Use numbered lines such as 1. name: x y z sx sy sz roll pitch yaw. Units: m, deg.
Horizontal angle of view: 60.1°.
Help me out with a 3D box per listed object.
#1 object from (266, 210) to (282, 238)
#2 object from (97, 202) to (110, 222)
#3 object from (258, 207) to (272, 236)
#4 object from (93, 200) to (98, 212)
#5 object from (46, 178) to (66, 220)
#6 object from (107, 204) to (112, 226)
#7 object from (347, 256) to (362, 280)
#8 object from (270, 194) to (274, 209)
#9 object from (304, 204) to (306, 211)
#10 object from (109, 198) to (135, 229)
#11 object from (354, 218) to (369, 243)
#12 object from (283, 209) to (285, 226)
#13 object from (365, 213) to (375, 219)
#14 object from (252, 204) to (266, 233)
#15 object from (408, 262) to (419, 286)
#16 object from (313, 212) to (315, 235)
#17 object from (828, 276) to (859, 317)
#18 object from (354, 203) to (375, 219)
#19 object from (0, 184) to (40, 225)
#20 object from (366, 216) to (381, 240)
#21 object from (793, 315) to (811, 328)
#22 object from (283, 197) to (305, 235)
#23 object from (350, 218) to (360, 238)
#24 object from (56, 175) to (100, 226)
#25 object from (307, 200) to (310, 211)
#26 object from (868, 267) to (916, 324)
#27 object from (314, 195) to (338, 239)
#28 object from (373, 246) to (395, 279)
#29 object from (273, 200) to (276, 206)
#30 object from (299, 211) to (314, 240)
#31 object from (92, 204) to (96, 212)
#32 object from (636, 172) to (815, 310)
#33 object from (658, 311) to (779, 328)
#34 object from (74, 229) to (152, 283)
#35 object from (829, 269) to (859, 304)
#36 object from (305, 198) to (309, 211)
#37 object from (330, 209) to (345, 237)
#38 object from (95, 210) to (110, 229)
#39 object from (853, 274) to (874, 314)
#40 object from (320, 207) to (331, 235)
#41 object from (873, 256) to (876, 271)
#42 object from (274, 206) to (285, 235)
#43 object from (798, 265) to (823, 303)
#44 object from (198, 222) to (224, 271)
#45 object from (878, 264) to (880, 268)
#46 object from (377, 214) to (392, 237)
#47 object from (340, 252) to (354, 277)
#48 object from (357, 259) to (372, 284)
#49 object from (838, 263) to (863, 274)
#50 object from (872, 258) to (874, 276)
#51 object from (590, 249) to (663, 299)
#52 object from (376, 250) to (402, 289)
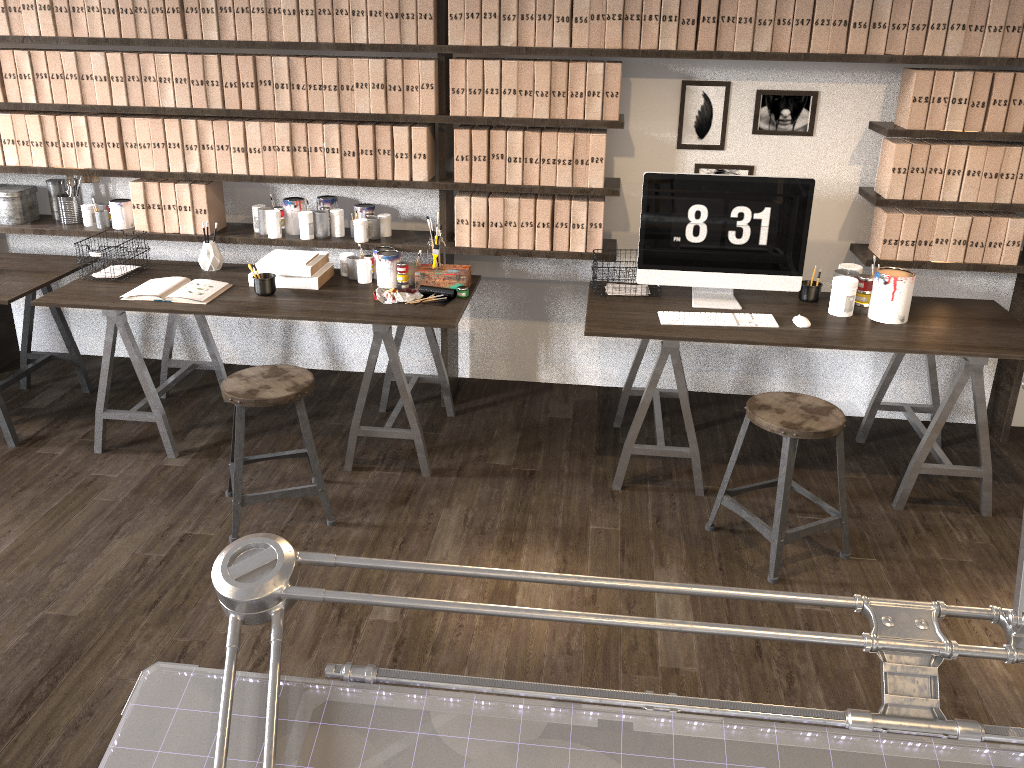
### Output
1. object: -1.044 -0.701 3.890 0.062 0.117 0.062 -13 25 -32
2. object: -1.875 -0.786 4.083 0.063 0.092 0.064 -12 25 -29
3. object: -1.094 -0.721 3.937 0.064 0.116 0.063 -18 28 -40
4. object: -1.875 -0.771 4.006 0.028 0.125 0.004 3 21 4
5. object: -2.127 -0.863 4.152 0.079 0.185 0.080 -4 22 -14
6. object: -1.824 -0.775 4.058 0.045 0.099 0.045 4 21 8
7. object: -0.670 -0.494 3.773 0.064 0.092 0.063 -18 28 -39
8. object: -1.068 -0.772 3.994 0.041 0.166 0.009 4 21 9
9. object: -0.911 -0.739 3.948 0.004 0.128 0.035 13 24 28
10. object: -1.768 -0.769 4.015 0.095 0.126 0.095 6 22 12
11. object: -0.656 -0.667 3.850 0.062 0.094 0.062 17 26 35
12. object: -1.050 -0.738 4.010 0.054 0.099 0.055 3 21 5
13. object: -0.630 -0.707 3.946 0.044 0.101 0.045 0 21 -2
14. object: -1.135 -0.744 3.986 0.062 0.117 0.062 -18 28 -40
15. object: -0.418 -0.460 3.719 0.060 0.087 0.060 5 22 10
16. object: -0.894 -0.716 3.965 0.054 0.099 0.055 10 23 21
17. object: 1.287 -0.339 3.443 0.095 0.142 0.096 14 25 30
18. object: -0.664 -0.744 3.999 0.094 0.127 0.096 -1 22 -6
19. object: -2.370 -0.832 4.098 0.317 0.150 0.196 3 22 5
20. object: -0.610 -0.685 3.896 0.063 0.093 0.063 17 26 35
21. object: 1.089 -0.238 3.334 0.059 0.028 0.108 2 23 2
22. object: -0.972 -0.749 3.966 0.095 0.159 0.095 2 21 2
23. object: -0.689 -0.690 3.929 0.054 0.080 0.055 0 21 -3
24. object: -1.994 -0.868 4.049 0.181 0.267 0.159 -3 22 -9
25. object: -0.893 -0.745 3.936 0.005 0.146 0.036 12 23 27
26. object: 1.453 -0.335 3.392 0.144 0.193 0.147 -7 23 -20
27. object: -0.842 -0.746 3.964 0.094 0.159 0.209 4 22 7
28. object: -0.548 -0.519 3.803 0.095 0.126 0.095 2 22 2
29. object: -1.063 -0.770 4.014 0.035 0.128 0.005 6 21 13
30. object: -0.900 -0.694 3.879 0.062 0.117 0.063 -9 23 -24
31. object: -1.869 -0.760 3.992 0.035 0.101 0.005 2 21 2
32. object: 0.827 -0.573 3.502 0.643 0.509 0.208 3 21 6
33. object: 0.779 -0.244 3.355 0.439 0.017 0.121 2 23 1
34. object: -1.700 -0.550 3.787 0.204 0.158 0.289 3 23 6
35. object: 1.326 -0.378 3.537 0.097 0.140 0.097 10 23 21
36. object: -0.901 -0.743 3.931 0.004 0.166 0.030 12 23 26
37. object: -0.775 -0.714 3.932 0.062 0.117 0.063 -9 23 -24
38. object: -1.835 -0.773 4.065 0.062 0.092 0.184 8 24 18
39. object: 1.378 -0.349 3.470 0.068 0.152 0.069 -5 22 -16
40. object: -0.832 -0.725 3.955 0.044 0.125 0.045 10 23 22
41. object: 1.442 -0.411 3.543 0.007 0.201 0.046 -4 21 -12
42. object: -1.037 -0.726 3.948 0.045 0.125 0.045 3 21 6
43. object: 1.216 -0.403 3.598 0.097 0.140 0.093 -4 22 -13
44. object: -1.317 -0.598 3.857 0.102 0.205 0.102 -15 26 -36
45. object: 1.468 -0.397 3.541 0.007 0.155 0.054 -3 21 -10
46. object: -0.568 -0.707 3.950 0.062 0.094 0.062 17 26 35
47. object: -0.711 -0.516 3.822 0.062 0.093 0.062 -18 28 -39
48. object: -0.620 -0.474 3.726 0.062 0.093 0.062 -13 25 -31
49. object: 1.375 -0.413 3.622 0.095 0.142 0.096 10 23 21
50. object: 1.438 -0.406 3.530 0.007 0.177 0.056 -3 21 -11
51. object: 0.474 -0.455 3.656 0.284 0.158 0.207 0 22 -2
52. object: -0.512 -0.479 3.696 0.105 0.139 0.105 6 22 13
